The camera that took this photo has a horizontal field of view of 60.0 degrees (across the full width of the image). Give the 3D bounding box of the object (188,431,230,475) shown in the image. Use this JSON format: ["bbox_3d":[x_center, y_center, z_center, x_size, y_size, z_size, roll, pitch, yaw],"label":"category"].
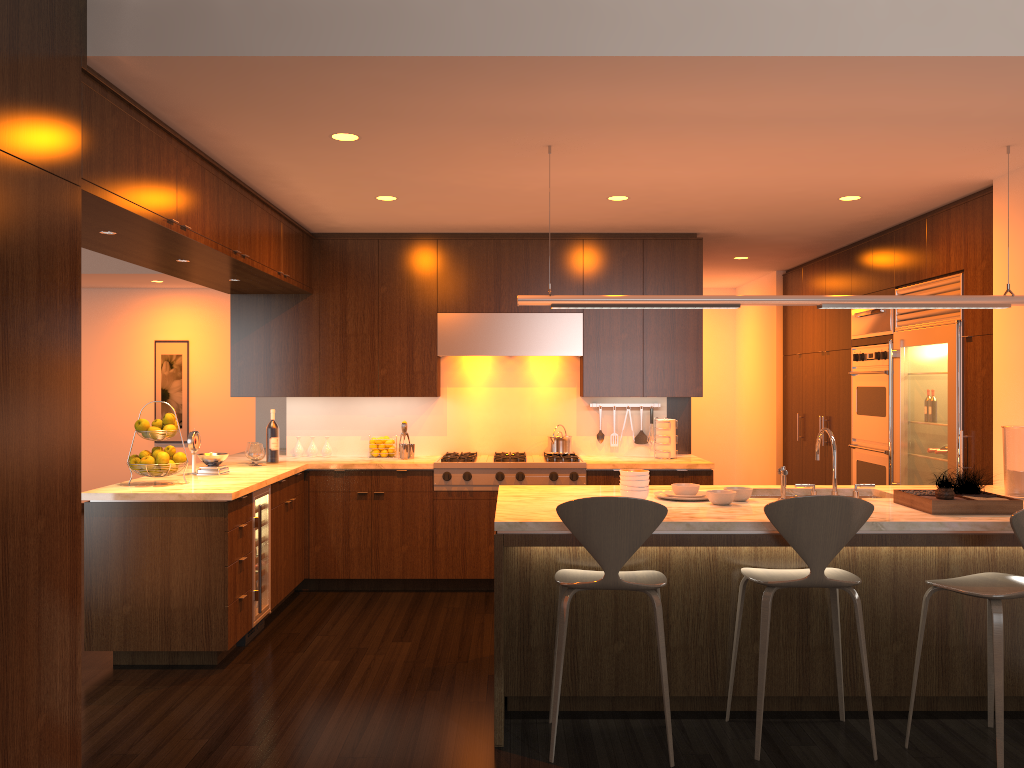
[{"bbox_3d":[-1.862,0.422,5.469,0.231,0.266,0.191,0,0,3],"label":"object"}]

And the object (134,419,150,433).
[{"bbox_3d":[-2.027,0.229,4.863,0.077,0.079,0.075,0,0,9],"label":"object"}]

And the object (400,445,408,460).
[{"bbox_3d":[-0.792,0.501,6.531,0.060,0.106,0.060,0,0,32],"label":"object"}]

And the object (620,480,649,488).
[{"bbox_3d":[0.576,0.479,4.165,0.140,0.062,0.139,0,0,0],"label":"object"}]

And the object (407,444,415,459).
[{"bbox_3d":[-0.753,0.501,6.610,0.060,0.106,0.060,0,0,32],"label":"object"}]

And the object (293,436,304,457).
[{"bbox_3d":[-1.626,0.478,6.758,0.079,0.154,0.079,0,0,-17],"label":"object"}]

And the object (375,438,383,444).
[{"bbox_3d":[-0.999,0.428,6.659,0.063,0.051,0.053,0,0,-10],"label":"object"}]

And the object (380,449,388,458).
[{"bbox_3d":[-0.962,0.524,6.671,0.064,0.063,0.074,0,0,-37],"label":"object"}]

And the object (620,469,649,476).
[{"bbox_3d":[0.575,0.436,4.166,0.140,0.062,0.139,0,0,9],"label":"object"}]

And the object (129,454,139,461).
[{"bbox_3d":[-2.098,0.420,4.932,0.054,0.058,0.057,0,0,21],"label":"object"}]

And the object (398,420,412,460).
[{"bbox_3d":[-0.805,0.411,6.538,0.088,0.288,0.101,0,0,30],"label":"object"}]

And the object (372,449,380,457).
[{"bbox_3d":[-1.021,0.518,6.658,0.052,0.057,0.060,0,0,35],"label":"object"}]

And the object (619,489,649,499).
[{"bbox_3d":[0.575,0.525,4.166,0.140,0.059,0.139,0,0,-9],"label":"object"}]

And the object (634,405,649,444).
[{"bbox_3d":[0.996,0.314,6.835,0.112,0.303,0.036,0,0,0],"label":"object"}]

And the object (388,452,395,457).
[{"bbox_3d":[-0.914,0.526,6.705,0.063,0.053,0.051,0,0,41],"label":"object"}]

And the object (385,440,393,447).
[{"bbox_3d":[-0.928,0.451,6.680,0.061,0.052,0.053,0,0,-44],"label":"object"}]

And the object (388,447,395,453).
[{"bbox_3d":[-0.906,0.497,6.665,0.052,0.054,0.061,0,0,10],"label":"object"}]

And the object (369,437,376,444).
[{"bbox_3d":[-1.045,0.432,6.685,0.057,0.060,0.052,0,0,21],"label":"object"}]

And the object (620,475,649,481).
[{"bbox_3d":[0.575,0.457,4.165,0.140,0.064,0.139,0,0,-26],"label":"object"}]

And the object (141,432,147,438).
[{"bbox_3d":[-2.019,0.268,4.921,0.070,0.068,0.062,0,0,-40],"label":"object"}]

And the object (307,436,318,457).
[{"bbox_3d":[-1.518,0.478,6.756,0.079,0.154,0.079,0,0,-17],"label":"object"}]

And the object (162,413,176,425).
[{"bbox_3d":[-1.909,0.197,4.935,0.068,0.072,0.071,0,0,-44],"label":"object"}]

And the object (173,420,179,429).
[{"bbox_3d":[-1.909,0.232,4.987,0.070,0.074,0.071,0,0,21],"label":"object"}]

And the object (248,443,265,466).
[{"bbox_3d":[-1.732,0.479,6.007,0.112,0.151,0.112,0,0,18],"label":"object"}]

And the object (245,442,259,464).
[{"bbox_3d":[-1.794,0.479,6.148,0.112,0.151,0.112,0,0,18],"label":"object"}]

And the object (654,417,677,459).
[{"bbox_3d":[1.138,0.403,6.608,0.160,0.304,0.168,0,0,44],"label":"object"}]

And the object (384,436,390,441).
[{"bbox_3d":[-0.959,0.426,6.789,0.059,0.060,0.050,0,0,33],"label":"object"}]

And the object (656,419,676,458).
[{"bbox_3d":[1.145,0.405,6.601,0.144,0.286,0.149,0,0,-18],"label":"object"}]

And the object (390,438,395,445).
[{"bbox_3d":[-0.917,0.440,6.737,0.051,0.053,0.063,0,0,-44],"label":"object"}]

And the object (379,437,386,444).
[{"bbox_3d":[-0.984,0.425,6.717,0.063,0.053,0.051,0,0,34],"label":"object"}]

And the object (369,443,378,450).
[{"bbox_3d":[-1.041,0.471,6.657,0.063,0.051,0.053,0,0,2],"label":"object"}]

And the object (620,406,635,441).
[{"bbox_3d":[0.886,0.306,6.819,0.114,0.271,0.008,0,0,0],"label":"object"}]

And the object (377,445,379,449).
[{"bbox_3d":[-1.017,0.469,6.709,0.051,0.053,0.064,0,0,36],"label":"object"}]

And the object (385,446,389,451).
[{"bbox_3d":[-0.941,0.486,6.724,0.062,0.053,0.051,0,0,41],"label":"object"}]

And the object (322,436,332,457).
[{"bbox_3d":[-1.408,0.478,6.754,0.079,0.154,0.079,0,0,-17],"label":"object"}]

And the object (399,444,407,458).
[{"bbox_3d":[-0.818,0.501,6.647,0.060,0.106,0.060,0,0,32],"label":"object"}]

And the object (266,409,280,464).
[{"bbox_3d":[-1.678,0.366,6.217,0.094,0.378,0.095,0,0,25],"label":"object"}]

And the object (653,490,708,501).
[{"bbox_3d":[0.844,0.544,4.306,0.310,0.021,0.309,0,0,0],"label":"object"}]

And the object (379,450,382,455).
[{"bbox_3d":[-0.984,0.518,6.708,0.052,0.060,0.057,0,0,39],"label":"object"}]

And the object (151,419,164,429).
[{"bbox_3d":[-1.970,0.225,4.929,0.062,0.063,0.061,0,0,24],"label":"object"}]

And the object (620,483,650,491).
[{"bbox_3d":[0.575,0.501,4.166,0.140,0.068,0.139,0,0,-17],"label":"object"}]

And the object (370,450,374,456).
[{"bbox_3d":[-1.043,0.525,6.711,0.061,0.053,0.053,0,0,-14],"label":"object"}]

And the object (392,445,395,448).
[{"bbox_3d":[-0.912,0.490,6.734,0.051,0.055,0.061,0,0,12],"label":"object"}]

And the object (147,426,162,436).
[{"bbox_3d":[-1.965,0.269,4.873,0.078,0.072,0.077,0,0,-34],"label":"object"}]

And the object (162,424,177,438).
[{"bbox_3d":[-1.901,0.260,4.922,0.077,0.077,0.078,0,0,17],"label":"object"}]

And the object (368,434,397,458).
[{"bbox_3d":[-0.979,0.468,6.725,0.207,0.175,0.189,0,0,-2],"label":"object"}]

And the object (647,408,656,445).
[{"bbox_3d":[1.074,0.329,6.819,0.063,0.281,0.063,0,0,-23],"label":"object"}]

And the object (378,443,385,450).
[{"bbox_3d":[-0.980,0.473,6.667,0.052,0.053,0.062,0,0,5],"label":"object"}]
